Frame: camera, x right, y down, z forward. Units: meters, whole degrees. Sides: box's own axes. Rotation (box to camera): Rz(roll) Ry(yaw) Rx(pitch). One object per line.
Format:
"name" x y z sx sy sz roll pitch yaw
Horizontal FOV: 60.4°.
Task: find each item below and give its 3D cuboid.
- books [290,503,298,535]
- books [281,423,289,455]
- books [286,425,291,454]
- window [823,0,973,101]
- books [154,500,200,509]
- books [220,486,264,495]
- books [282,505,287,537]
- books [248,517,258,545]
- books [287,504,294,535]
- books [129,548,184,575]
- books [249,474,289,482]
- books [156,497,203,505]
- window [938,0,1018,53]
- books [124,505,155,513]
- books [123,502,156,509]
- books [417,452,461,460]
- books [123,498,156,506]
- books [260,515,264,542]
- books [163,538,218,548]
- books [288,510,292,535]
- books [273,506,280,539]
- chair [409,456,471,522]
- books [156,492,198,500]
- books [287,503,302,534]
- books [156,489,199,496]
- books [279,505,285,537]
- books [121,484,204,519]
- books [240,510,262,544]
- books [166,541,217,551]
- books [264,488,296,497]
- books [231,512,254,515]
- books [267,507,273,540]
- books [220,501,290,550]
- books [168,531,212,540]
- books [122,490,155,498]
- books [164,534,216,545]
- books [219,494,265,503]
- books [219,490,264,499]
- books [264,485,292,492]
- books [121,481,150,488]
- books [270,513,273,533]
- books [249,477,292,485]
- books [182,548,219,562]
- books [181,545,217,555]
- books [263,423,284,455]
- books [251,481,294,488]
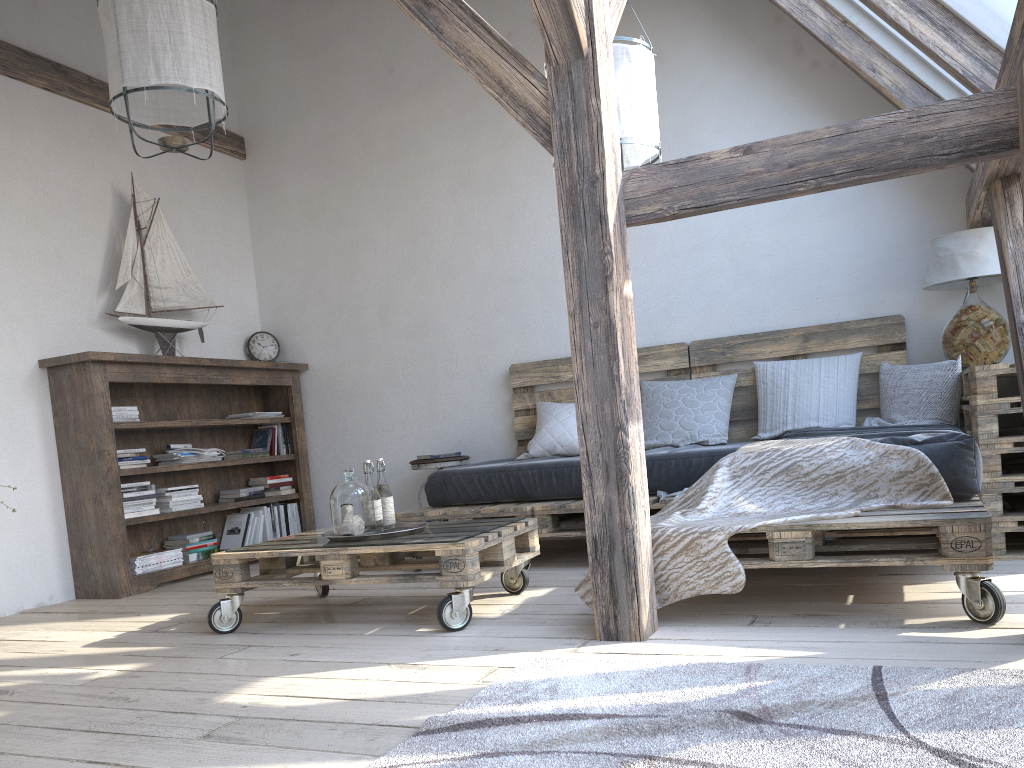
"books" -1.423 0.864 5.532 0.158 0.221 0.021 -5 4 25
"books" -1.473 0.351 5.550 0.136 0.202 0.020 -5 4 24
"books" -1.468 0.359 5.580 0.140 0.186 0.020 -5 4 25
"window" 1.345 -1.575 3.360 1.100 1.283 0.849 -5 2 25
"books" -1.813 0.649 4.727 0.158 0.017 0.218 -7 -4 24
"books" -1.604 0.633 5.225 0.152 0.024 0.227 -6 -3 20
"books" -1.476 0.864 5.459 0.158 0.221 0.021 -5 4 25
"books" -1.578 0.879 5.201 0.140 0.176 0.093 -5 2 25
"books" -1.448 0.865 5.519 0.158 0.221 0.021 -5 4 25
"books" -1.889 0.911 4.526 0.239 0.088 0.315 -6 -3 24
"books" -1.509 0.584 5.469 0.143 0.019 0.201 -7 -4 24
"books" -1.807 0.632 4.741 0.158 0.017 0.218 -7 -4 29
"window" 1.006 -1.594 2.507 1.355 1.283 0.849 -5 1 25
"books" -1.949 0.638 4.449 0.158 0.021 0.218 -7 -4 24
"books" -1.945 0.619 4.451 0.158 0.017 0.218 -7 -4 24
"books" -0.414 0.405 4.968 0.203 0.021 0.150 -3 -4 -36
"books" -1.937 0.599 4.433 0.158 0.017 0.218 -7 -4 29
"books" -1.545 0.876 5.260 0.140 0.184 0.065 -5 3 25
"books" -1.770 0.876 4.850 0.174 0.013 0.228 -7 -4 28
"books" -1.438 0.880 5.494 0.140 0.186 0.018 -5 4 25
"books" -1.495 0.861 5.383 0.158 0.221 0.021 -5 4 25
"chair" -0.387 0.677 5.008 0.355 0.523 0.351 -4 2 28
"books" -1.808 0.602 4.731 0.140 0.018 0.184 -7 -4 24
"books" -1.409 0.864 5.557 0.158 0.221 0.035 -5 4 25
"books" -1.832 0.588 4.750 0.158 0.017 0.218 -7 -4 29
"books" -1.473 0.861 5.417 0.158 0.221 0.017 -5 4 25
"books" -1.890 0.602 4.598 0.207 0.152 0.546 -6 -3 24
"books" -1.564 0.861 5.230 0.158 0.213 0.089 -5 3 25
"books" -1.760 0.892 4.837 0.158 0.021 0.223 -7 -4 25
"books" -1.481 0.675 5.452 0.219 0.030 0.161 -6 -3 18
"books" -1.614 0.867 5.203 0.158 0.207 0.106 -5 2 25
"books" -1.519 0.860 5.316 0.158 0.221 0.017 -5 4 25
"books" -1.554 0.849 5.308 0.202 0.249 0.409 -5 -1 25
"books" -1.770 0.834 4.851 0.133 0.021 0.198 -7 -4 24
"books" -1.942 0.559 4.442 0.158 0.021 0.218 -6 -3 19
"books" -1.774 0.857 4.848 0.175 0.025 0.220 -6 -3 19
"books" -1.603 0.678 5.218 0.152 0.024 0.226 -7 -4 33
"books" -1.603 0.655 5.224 0.160 0.023 0.210 -7 -4 24
"books" -1.491 0.650 5.447 0.205 0.021 0.149 -6 -3 14
"books" -1.945 0.511 4.430 0.140 0.018 0.184 -7 -4 24
"books" -1.511 0.877 5.334 0.140 0.186 0.018 -5 4 25
"books" -1.495 0.602 5.447 0.158 0.021 0.217 -7 -4 28
"books" -1.757 0.942 4.839 0.174 0.039 0.222 -7 -3 24
"books" -1.758 0.913 4.839 0.158 0.021 0.223 -6 -4 20
"books" -1.496 0.350 5.517 0.135 0.202 0.020 -4 4 24
"books" -1.484 0.626 5.454 0.162 0.026 0.201 -7 -4 32
